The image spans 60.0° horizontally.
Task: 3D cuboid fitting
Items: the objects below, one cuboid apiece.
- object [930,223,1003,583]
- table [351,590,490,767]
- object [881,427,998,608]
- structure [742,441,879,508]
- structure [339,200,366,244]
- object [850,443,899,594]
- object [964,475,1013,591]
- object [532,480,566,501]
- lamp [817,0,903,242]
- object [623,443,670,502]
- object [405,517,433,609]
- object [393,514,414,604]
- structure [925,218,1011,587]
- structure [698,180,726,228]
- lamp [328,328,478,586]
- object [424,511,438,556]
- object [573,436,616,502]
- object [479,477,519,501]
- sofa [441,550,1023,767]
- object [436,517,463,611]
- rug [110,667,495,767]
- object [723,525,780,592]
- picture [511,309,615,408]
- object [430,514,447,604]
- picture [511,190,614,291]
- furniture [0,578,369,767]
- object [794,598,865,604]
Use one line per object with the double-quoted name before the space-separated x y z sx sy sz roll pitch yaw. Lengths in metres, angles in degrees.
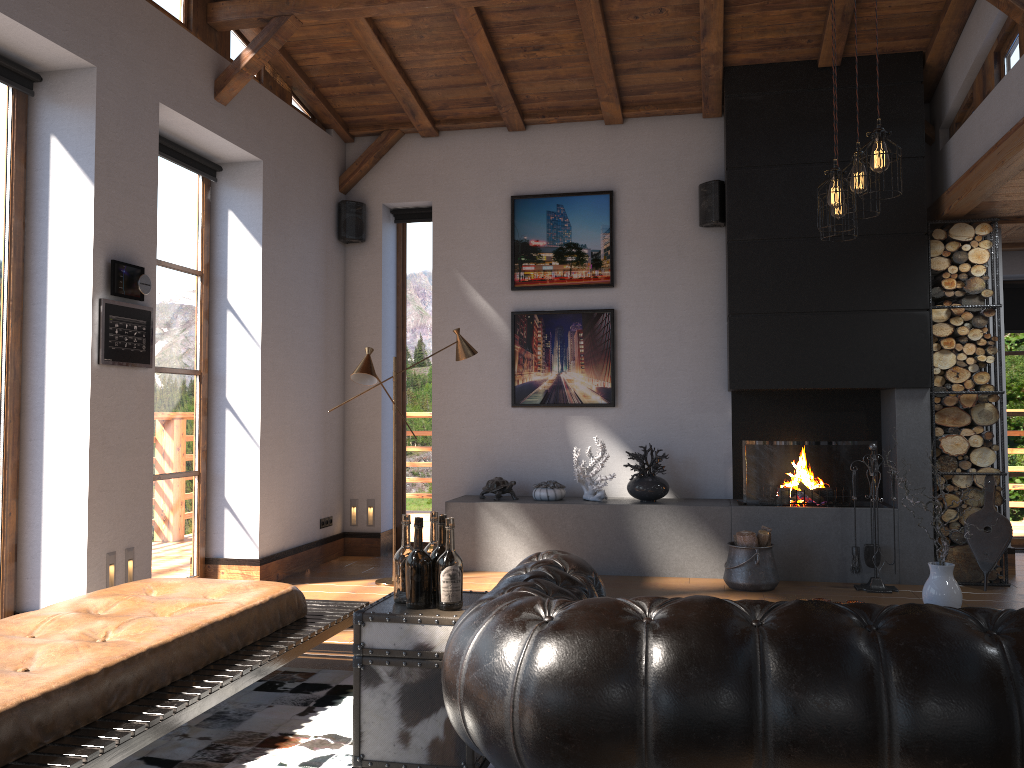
"object" 3.304 0.135 6.587 0.491 2.613 0.468 -1 -3 12
"table" -0.261 1.018 2.904 0.403 0.609 0.419 -1 -3 12
"object" 1.709 0.575 3.567 0.403 0.808 0.625 -1 -3 23
"structure" 2.236 0.685 6.633 0.978 0.515 0.184 -1 -3 11
"structure" -1.406 -1.422 7.787 0.212 0.349 0.214 -1 -3 12
"object" 2.527 0.921 6.180 0.311 1.018 0.304 2 -3 -33
"object" 3.333 1.035 6.210 0.268 0.795 0.263 0 -3 -5
"object" 0.294 0.857 7.158 0.279 0.161 0.260 -1 -2 14
"lamp" 1.629 -1.862 4.329 0.261 2.203 0.803 0 -3 4
"object" 1.068 0.695 6.984 0.337 0.455 0.337 -2 -3 38
"object" -0.299 0.572 2.854 0.089 0.286 0.086 2 -3 -38
"object" -0.349 0.575 2.932 0.087 0.286 0.088 -1 -3 25
"structure" 3.308 0.128 6.577 0.499 2.618 0.514 -1 -3 12
"structure" 1.619 -1.455 7.176 0.212 0.349 0.214 -1 -3 12
"lamp" -0.812 0.502 6.480 0.521 1.900 1.336 -2 -3 33
"object" -0.264 0.578 3.015 0.087 0.286 0.088 -1 -3 22
"object" 0.629 0.671 7.008 0.261 0.532 0.423 1 -3 -19
"object" -0.097 0.849 7.217 0.229 0.183 0.401 1 -3 -34
"sofa" 1.118 0.869 2.102 2.554 0.839 1.244 -1 -2 11
"object" -0.199 0.571 2.830 0.088 0.286 0.087 0 -3 -11
"rug" -0.397 1.296 2.901 3.789 0.053 2.443 -1 -2 13
"object" 1.682 1.224 6.243 0.379 0.431 0.388 -2 -3 38
"picture" 0.424 -0.212 7.439 0.875 0.816 0.036 -1 -3 11
"object" -0.229 0.574 2.924 0.088 0.286 0.087 0 -3 -10
"picture" 0.421 -1.207 7.487 0.875 0.816 0.036 -1 -3 11
"furniture" -1.617 1.124 3.361 1.170 0.437 2.771 -1 -2 12
"object" 1.326 0.943 3.646 0.249 0.081 0.298 1 -3 -39
